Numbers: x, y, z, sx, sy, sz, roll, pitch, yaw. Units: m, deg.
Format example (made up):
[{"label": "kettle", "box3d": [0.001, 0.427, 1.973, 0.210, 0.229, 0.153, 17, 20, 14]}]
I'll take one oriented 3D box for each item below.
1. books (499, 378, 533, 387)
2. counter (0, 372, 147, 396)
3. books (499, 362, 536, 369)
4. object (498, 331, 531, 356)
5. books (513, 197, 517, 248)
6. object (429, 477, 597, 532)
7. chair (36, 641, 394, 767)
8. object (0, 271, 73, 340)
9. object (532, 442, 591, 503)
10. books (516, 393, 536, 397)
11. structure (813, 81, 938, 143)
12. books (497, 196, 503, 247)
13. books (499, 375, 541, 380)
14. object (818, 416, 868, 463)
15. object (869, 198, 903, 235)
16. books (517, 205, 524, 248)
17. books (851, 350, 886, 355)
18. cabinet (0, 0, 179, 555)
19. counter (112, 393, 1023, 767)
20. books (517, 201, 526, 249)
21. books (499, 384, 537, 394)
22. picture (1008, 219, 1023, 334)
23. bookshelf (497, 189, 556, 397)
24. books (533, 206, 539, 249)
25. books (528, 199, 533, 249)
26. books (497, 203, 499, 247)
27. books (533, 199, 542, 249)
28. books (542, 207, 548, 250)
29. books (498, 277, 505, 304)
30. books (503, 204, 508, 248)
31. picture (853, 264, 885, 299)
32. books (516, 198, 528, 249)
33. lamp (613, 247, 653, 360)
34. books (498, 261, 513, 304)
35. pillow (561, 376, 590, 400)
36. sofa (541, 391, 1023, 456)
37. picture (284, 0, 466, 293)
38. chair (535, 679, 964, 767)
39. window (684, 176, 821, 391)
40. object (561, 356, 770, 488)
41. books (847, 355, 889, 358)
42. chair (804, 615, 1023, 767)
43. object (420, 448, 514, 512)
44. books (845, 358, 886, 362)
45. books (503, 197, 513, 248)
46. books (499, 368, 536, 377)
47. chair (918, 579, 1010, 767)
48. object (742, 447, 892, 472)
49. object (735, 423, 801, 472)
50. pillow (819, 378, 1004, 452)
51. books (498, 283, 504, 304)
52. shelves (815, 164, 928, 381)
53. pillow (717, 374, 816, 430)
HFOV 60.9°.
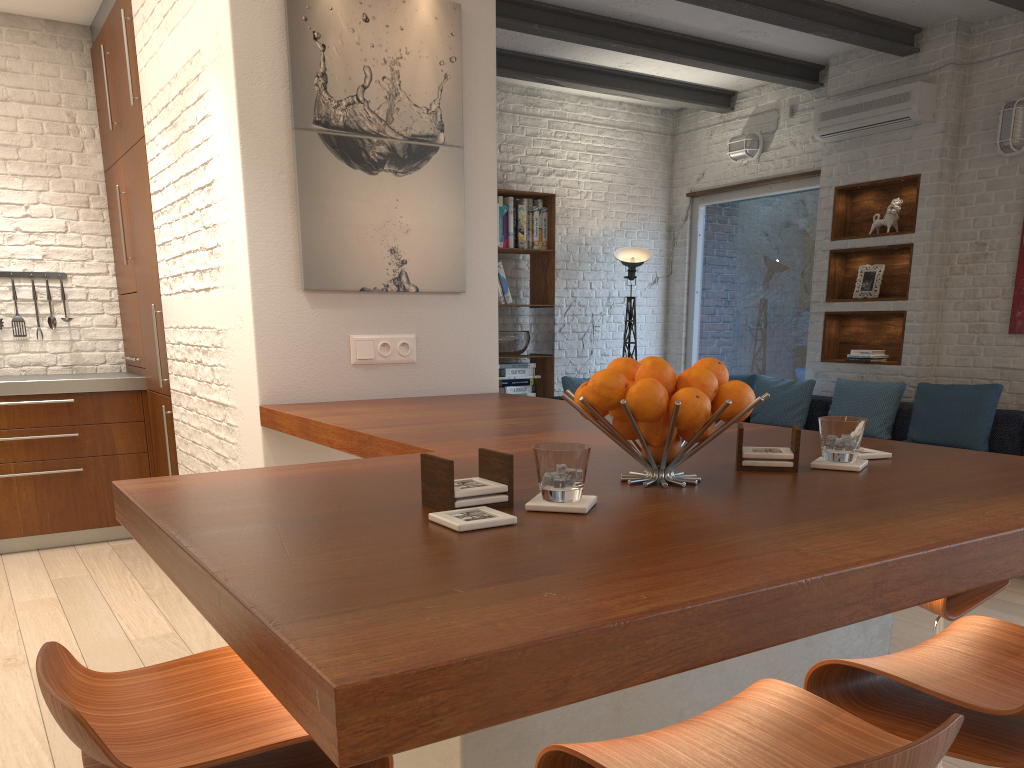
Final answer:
[{"label": "books", "box3d": [-0.030, -0.018, 7.218, 0.323, 0.057, 0.250, -4, 6, -37]}, {"label": "counter", "box3d": [-2.910, 0.124, 3.093, 3.491, 0.072, 3.265, -3, 5, -32]}, {"label": "books", "box3d": [-0.027, -0.153, 7.217, 0.376, 0.037, 0.239, -3, 5, -32]}, {"label": "object", "box3d": [-0.048, -0.333, 7.176, 0.403, 0.208, 0.389, 1, 6, 9]}, {"label": "books", "box3d": [-0.042, -1.268, 6.937, 0.036, 0.396, 0.238, -9, 14, -32]}, {"label": "object", "box3d": [-0.007, 0.177, 1.356, 0.284, 0.036, 0.201, -3, 5, -32]}, {"label": "chair", "box3d": [-0.447, 0.752, 1.311, 0.418, 0.801, 0.394, -8, 14, -31]}, {"label": "object", "box3d": [-2.828, -0.433, 4.871, 0.663, 0.402, 0.137, -4, 13, -31]}, {"label": "object", "box3d": [0.077, 0.139, 1.356, 0.090, 0.087, 0.089, -6, 11, -35]}, {"label": "books", "box3d": [-0.030, 0.102, 7.278, 0.359, 0.057, 0.276, -3, 5, -30]}, {"label": "structure", "box3d": [2.451, -1.839, 5.939, 0.198, 0.226, 0.798, -6, 7, -33]}, {"label": "books", "box3d": [-0.151, -1.263, 6.865, 0.036, 0.396, 0.238, -9, 14, -32]}, {"label": "books", "box3d": [-0.022, -0.058, 7.227, 0.440, 0.021, 0.266, -3, 5, -32]}, {"label": "object", "box3d": [0.649, 0.110, 1.720, 0.091, 0.087, 0.088, -3, 9, -17]}, {"label": "object", "box3d": [2.645, -1.181, 6.158, 0.111, 0.251, 0.210, -6, 11, -24]}, {"label": "books", "box3d": [0.005, -1.242, 6.956, 0.055, 0.341, 0.248, -9, 13, -32]}, {"label": "books", "box3d": [2.612, -0.232, 6.398, 0.132, 0.035, 0.201, -2, 5, -22]}, {"label": "cabinet", "box3d": [-3.341, -0.418, 3.119, 2.259, 2.917, 4.655, 4, 8, 22]}, {"label": "counter", "box3d": [-0.094, 0.604, 2.267, 1.670, 0.949, 2.445, -4, 7, -32]}, {"label": "books", "box3d": [0.030, -1.258, 6.984, 0.020, 0.371, 0.265, -9, 14, -32]}, {"label": "books", "box3d": [-0.012, 0.042, 7.256, 0.241, 0.066, 0.374, 4, 6, 45]}, {"label": "picture", "box3d": [3.398, -0.786, 5.193, 0.019, 0.992, 0.726, -9, 14, -32]}, {"label": "bookshelf", "box3d": [-0.304, -0.380, 6.966, 1.304, 2.276, 0.355, -7, 15, -31]}, {"label": "books", "box3d": [0.128, -1.248, 7.041, 0.055, 0.341, 0.248, -9, 13, -32]}, {"label": "books", "box3d": [0.085, -1.275, 7.015, 0.036, 0.396, 0.238, -9, 14, -32]}, {"label": "books", "box3d": [-0.188, -1.233, 6.845, 0.055, 0.341, 0.248, -9, 13, -32]}, {"label": "books", "box3d": [0.165, -1.278, 7.064, 0.036, 0.396, 0.238, -9, 14, -32]}, {"label": "books", "box3d": [0.198, -1.254, 7.109, 0.055, 0.341, 0.248, -9, 13, -32]}, {"label": "books", "box3d": [-0.176, -0.812, 6.975, 0.123, 0.360, 0.265, -8, 13, -32]}, {"label": "books", "box3d": [-0.119, -1.238, 6.909, 0.055, 0.341, 0.248, -9, 13, -32]}, {"label": "picture", "box3d": [2.607, -0.745, 6.354, 0.100, 0.253, 0.190, -11, 15, -41]}, {"label": "books", "box3d": [0.047, -1.274, 7.007, 0.036, 0.396, 0.238, -9, 14, -32]}, {"label": "lamp", "box3d": [1.263, -0.247, 7.571, 0.862, 1.908, 0.490, 7, 15, 29]}, {"label": "books", "box3d": [-0.127, -0.805, 6.990, 0.156, 0.340, 0.248, -8, 13, -32]}, {"label": "pillow", "box3d": [0.628, 0.137, 6.684, 0.550, 0.422, 0.218, -5, 13, -32]}, {"label": "sofa", "box3d": [1.890, 0.488, 5.627, 2.061, 0.682, 3.869, -4, 5, -33]}, {"label": "picture", "box3d": [-0.463, -0.854, 3.120, 0.648, 1.050, 0.019, -7, 15, -31]}, {"label": "chair", "box3d": [0.313, 0.759, 1.159, 0.400, 0.801, 0.411, -8, 14, -32]}, {"label": "window", "box3d": [5.133, -2.246, 2.708, 0.639, 6.613, 12.079, -9, 10, -32]}, {"label": "object", "box3d": [0.267, 0.065, 1.565, 0.362, 0.229, 0.356, 3, 8, 23]}, {"label": "books", "box3d": [2.614, -0.205, 6.399, 0.169, 0.019, 0.231, -3, 5, -30]}, {"label": "chair", "box3d": [0.768, 0.737, 1.437, 0.400, 0.801, 0.411, -8, 14, -32]}, {"label": "object", "box3d": [-0.071, 0.152, 1.375, 0.113, 0.085, 0.092, -5, 10, -32]}, {"label": "books", "box3d": [2.601, -0.179, 6.411, 0.161, 0.018, 0.246, -2, 4, -22]}, {"label": "books", "box3d": [-0.068, -1.266, 6.910, 0.036, 0.396, 0.238, -9, 14, -32]}, {"label": "books", "box3d": [-0.025, -0.102, 7.235, 0.375, 0.066, 0.240, -4, 6, -38]}, {"label": "chair", "box3d": [0.993, 0.682, 2.192, 0.418, 0.801, 0.394, -8, 14, -31]}, {"label": "object", "box3d": [0.635, 0.145, 1.758, 0.393, 0.036, 0.194, -2, 5, -28]}, {"label": "object", "box3d": [0.503, 0.124, 1.720, 0.114, 0.085, 0.091, 1, 9, 13]}, {"label": "pillow", "box3d": [2.596, 0.178, 5.750, 0.252, 0.430, 1.187, -8, 8, -33]}, {"label": "books", "box3d": [-0.189, -0.811, 6.956, 0.123, 0.360, 0.265, -8, 13, -32]}, {"label": "shelves", "box3d": [2.625, -0.764, 6.302, 0.190, 1.475, 0.749, -9, 15, -32]}, {"label": "pillow", "box3d": [1.886, 0.126, 6.871, 0.240, 0.411, 1.084, -8, 9, -34]}]
